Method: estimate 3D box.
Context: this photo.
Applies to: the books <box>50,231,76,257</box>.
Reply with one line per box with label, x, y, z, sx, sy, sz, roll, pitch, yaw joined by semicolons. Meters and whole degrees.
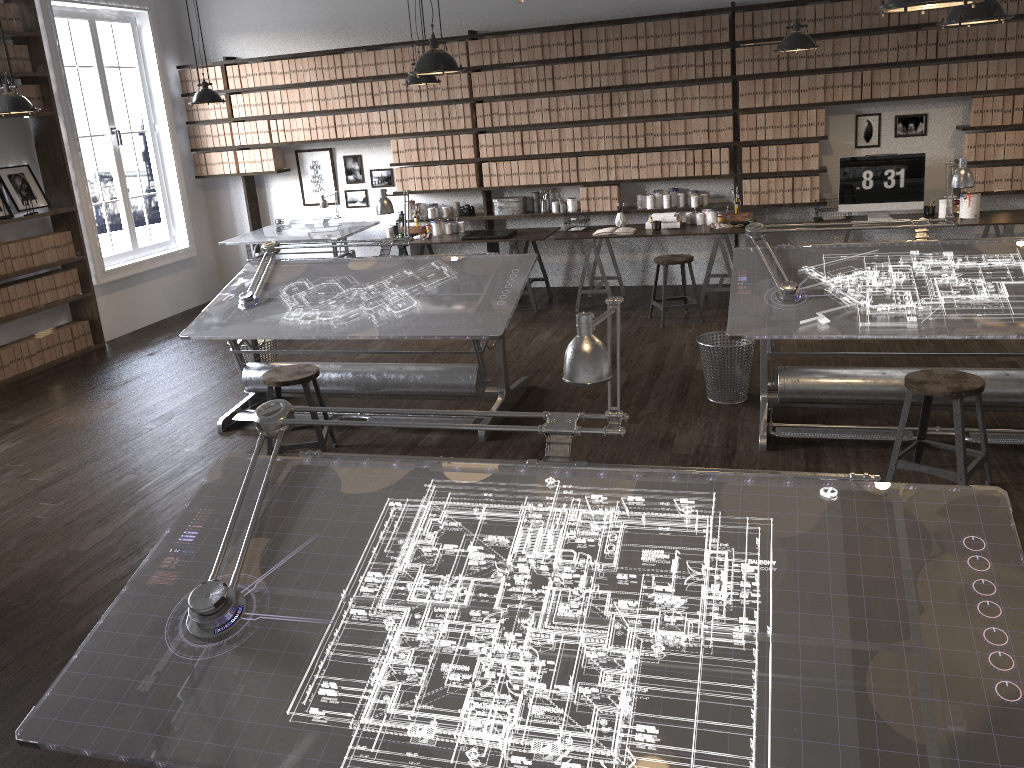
books;-3.919;-1.216;7.728;0.174;0.223;0.068;0;16;17

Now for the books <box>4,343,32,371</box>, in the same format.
books;-4.057;-0.224;7.278;0.174;0.223;0.068;0;16;17

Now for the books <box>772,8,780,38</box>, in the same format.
books;2.192;-2.990;7.352;0.067;0.223;0.177;0;17;17

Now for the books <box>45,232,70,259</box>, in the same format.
books;-3.944;-1.195;7.670;0.174;0.223;0.067;0;16;17

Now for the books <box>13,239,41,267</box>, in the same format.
books;-4.032;-1.088;7.359;0.174;0.223;0.068;0;16;17

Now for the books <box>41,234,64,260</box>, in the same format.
books;-3.962;-1.173;7.605;0.174;0.223;0.067;0;16;17

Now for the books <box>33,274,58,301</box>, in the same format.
books;-3.981;-0.816;7.541;0.174;0.222;0.067;0;16;17

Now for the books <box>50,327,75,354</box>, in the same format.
books;-3.927;-0.378;7.724;0.174;0.223;0.067;0;16;17

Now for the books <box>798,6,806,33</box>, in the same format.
books;2.388;-2.987;7.291;0.067;0.222;0.177;0;17;17

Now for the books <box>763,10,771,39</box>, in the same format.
books;2.123;-2.990;7.369;0.067;0.223;0.177;0;17;17

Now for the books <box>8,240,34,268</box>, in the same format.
books;-4.056;-1.066;7.298;0.174;0.223;0.067;0;16;17

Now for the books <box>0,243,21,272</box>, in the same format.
books;-4.092;-1.021;7.166;0.174;0.223;0.067;0;16;17

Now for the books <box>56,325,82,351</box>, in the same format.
books;-3.901;-0.402;7.791;0.174;0.223;0.068;0;16;17

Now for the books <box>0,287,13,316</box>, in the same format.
books;-4.113;-0.659;7.088;0.174;0.223;0.068;0;16;17

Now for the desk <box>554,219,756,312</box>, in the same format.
desk;1.281;-1.034;7.797;1.668;0.661;0.664;1;17;17

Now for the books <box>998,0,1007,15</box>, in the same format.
books;3.784;-2.965;6.866;0.067;0.223;0.177;0;17;17

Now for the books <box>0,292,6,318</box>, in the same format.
books;-4.135;-0.639;7.031;0.174;0.222;0.067;0;16;17

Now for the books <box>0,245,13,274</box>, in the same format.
books;-4.116;-0.998;7.102;0.174;0.223;0.067;0;16;17

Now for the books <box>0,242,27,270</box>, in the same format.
books;-4.076;-1.044;7.233;0.174;0.223;0.067;0;16;17

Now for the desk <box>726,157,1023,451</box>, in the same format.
desk;2.207;-0.464;4.622;2.069;1.368;1.091;1;17;17

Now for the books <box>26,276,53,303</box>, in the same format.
books;-3.997;-0.796;7.482;0.174;0.222;0.067;0;16;17

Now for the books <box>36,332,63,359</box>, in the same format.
books;-3.966;-0.333;7.593;0.174;0.223;0.067;0;16;17

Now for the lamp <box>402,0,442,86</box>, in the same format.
lamp;-0.792;-3.408;6.621;0.311;2.223;0.317;-6;15;-3

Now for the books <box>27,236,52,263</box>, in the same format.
books;-3.998;-1.129;7.479;0.174;0.222;0.067;0;16;17

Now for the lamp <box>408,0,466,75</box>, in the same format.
lamp;-0.494;-2.737;4.461;0.311;2.223;0.316;7;19;36

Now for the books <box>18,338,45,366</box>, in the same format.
books;-4.022;-0.267;7.403;0.174;0.222;0.067;0;16;17

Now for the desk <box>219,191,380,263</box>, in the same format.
desk;-1.997;-1.280;8.700;1.269;1.083;1.086;0;17;17

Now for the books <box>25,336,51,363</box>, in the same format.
books;-3.999;-0.289;7.464;0.174;0.223;0.068;0;16;17

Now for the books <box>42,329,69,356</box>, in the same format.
books;-3.942;-0.356;7.657;0.174;0.223;0.067;0;16;17

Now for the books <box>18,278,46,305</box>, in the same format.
books;-4.015;-0.773;7.415;0.174;0.223;0.068;0;16;17

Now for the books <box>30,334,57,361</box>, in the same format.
books;-3.986;-0.310;7.527;0.174;0.223;0.067;0;16;17

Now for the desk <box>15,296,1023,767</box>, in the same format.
desk;0.061;0.537;2.069;2.069;1.368;1.091;1;17;17

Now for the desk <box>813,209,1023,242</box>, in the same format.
desk;3.330;-1.003;7.175;1.668;0.661;0.664;1;17;17

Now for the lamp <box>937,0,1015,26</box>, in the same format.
lamp;1.998;-2.699;3.704;0.312;2.223;0.315;9;20;40

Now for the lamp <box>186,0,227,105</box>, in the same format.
lamp;-2.656;-3.435;7.183;0.311;2.223;0.317;-6;15;-3

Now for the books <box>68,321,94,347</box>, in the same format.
books;-3.862;-0.450;7.930;0.174;0.222;0.067;0;16;17

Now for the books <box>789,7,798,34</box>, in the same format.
books;2.322;-2.986;7.307;0.067;0.223;0.177;0;17;17

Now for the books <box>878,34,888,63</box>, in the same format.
books;3.003;-2.714;7.182;0.067;0.223;0.177;0;17;17

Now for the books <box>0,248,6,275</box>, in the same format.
books;-4.132;-0.974;7.032;0.174;0.223;0.068;0;16;17

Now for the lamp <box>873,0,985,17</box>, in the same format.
lamp;1.151;-2.182;2.340;0.312;2.236;0.315;9;20;40

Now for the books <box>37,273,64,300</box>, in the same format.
books;-3.958;-0.837;7.601;0.174;0.223;0.068;0;16;17

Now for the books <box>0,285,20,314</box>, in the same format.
books;-4.093;-0.682;7.155;0.174;0.223;0.067;0;16;17

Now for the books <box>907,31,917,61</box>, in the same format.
books;3.202;-2.712;7.122;0.067;0.222;0.177;0;17;17

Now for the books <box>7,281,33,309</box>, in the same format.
books;-4.060;-0.728;7.288;0.174;0.223;0.067;0;16;17

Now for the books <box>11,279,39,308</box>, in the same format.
books;-4.039;-0.750;7.352;0.174;0.223;0.067;0;16;17

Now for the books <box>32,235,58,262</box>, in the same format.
books;-3.978;-1.151;7.540;0.174;0.223;0.068;0;16;17

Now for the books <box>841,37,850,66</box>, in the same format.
books;2.732;-2.718;7.264;0.067;0.222;0.177;0;17;17

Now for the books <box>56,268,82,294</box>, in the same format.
books;-3.901;-0.904;7.794;0.174;0.223;0.067;0;16;17

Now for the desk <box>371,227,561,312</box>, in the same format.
desk;-0.407;-1.059;8.310;1.668;0.661;0.664;1;17;17

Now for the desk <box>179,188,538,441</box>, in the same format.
desk;-1.001;-0.512;5.597;2.280;1.368;1.091;1;17;17

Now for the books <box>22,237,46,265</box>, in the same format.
books;-4.017;-1.109;7.421;0.174;0.222;0.067;0;16;17

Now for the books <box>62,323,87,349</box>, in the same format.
books;-3.885;-0.426;7.861;0.174;0.222;0.067;0;16;17

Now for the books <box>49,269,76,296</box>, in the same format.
books;-3.925;-0.882;7.730;0.174;0.223;0.067;0;16;17

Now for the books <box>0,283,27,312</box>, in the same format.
books;-4.076;-0.705;7.222;0.174;0.223;0.067;0;16;17

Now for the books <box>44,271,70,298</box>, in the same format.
books;-3.945;-0.859;7.665;0.174;0.223;0.067;0;16;17

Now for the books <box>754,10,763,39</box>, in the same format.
books;2.056;-2.992;7.394;0.067;0.222;0.177;0;17;17

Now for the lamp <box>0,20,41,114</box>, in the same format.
lamp;-3.234;-2.778;5.293;0.311;2.223;0.317;-6;15;-3

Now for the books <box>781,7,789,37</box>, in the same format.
books;2.259;-2.989;7.331;0.067;0.222;0.177;0;17;17

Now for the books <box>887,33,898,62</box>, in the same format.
books;3.071;-2.712;7.158;0.067;0.222;0.177;0;17;17

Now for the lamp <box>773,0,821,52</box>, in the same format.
lamp;1.873;-3.368;5.812;0.312;2.223;0.315;9;20;40
